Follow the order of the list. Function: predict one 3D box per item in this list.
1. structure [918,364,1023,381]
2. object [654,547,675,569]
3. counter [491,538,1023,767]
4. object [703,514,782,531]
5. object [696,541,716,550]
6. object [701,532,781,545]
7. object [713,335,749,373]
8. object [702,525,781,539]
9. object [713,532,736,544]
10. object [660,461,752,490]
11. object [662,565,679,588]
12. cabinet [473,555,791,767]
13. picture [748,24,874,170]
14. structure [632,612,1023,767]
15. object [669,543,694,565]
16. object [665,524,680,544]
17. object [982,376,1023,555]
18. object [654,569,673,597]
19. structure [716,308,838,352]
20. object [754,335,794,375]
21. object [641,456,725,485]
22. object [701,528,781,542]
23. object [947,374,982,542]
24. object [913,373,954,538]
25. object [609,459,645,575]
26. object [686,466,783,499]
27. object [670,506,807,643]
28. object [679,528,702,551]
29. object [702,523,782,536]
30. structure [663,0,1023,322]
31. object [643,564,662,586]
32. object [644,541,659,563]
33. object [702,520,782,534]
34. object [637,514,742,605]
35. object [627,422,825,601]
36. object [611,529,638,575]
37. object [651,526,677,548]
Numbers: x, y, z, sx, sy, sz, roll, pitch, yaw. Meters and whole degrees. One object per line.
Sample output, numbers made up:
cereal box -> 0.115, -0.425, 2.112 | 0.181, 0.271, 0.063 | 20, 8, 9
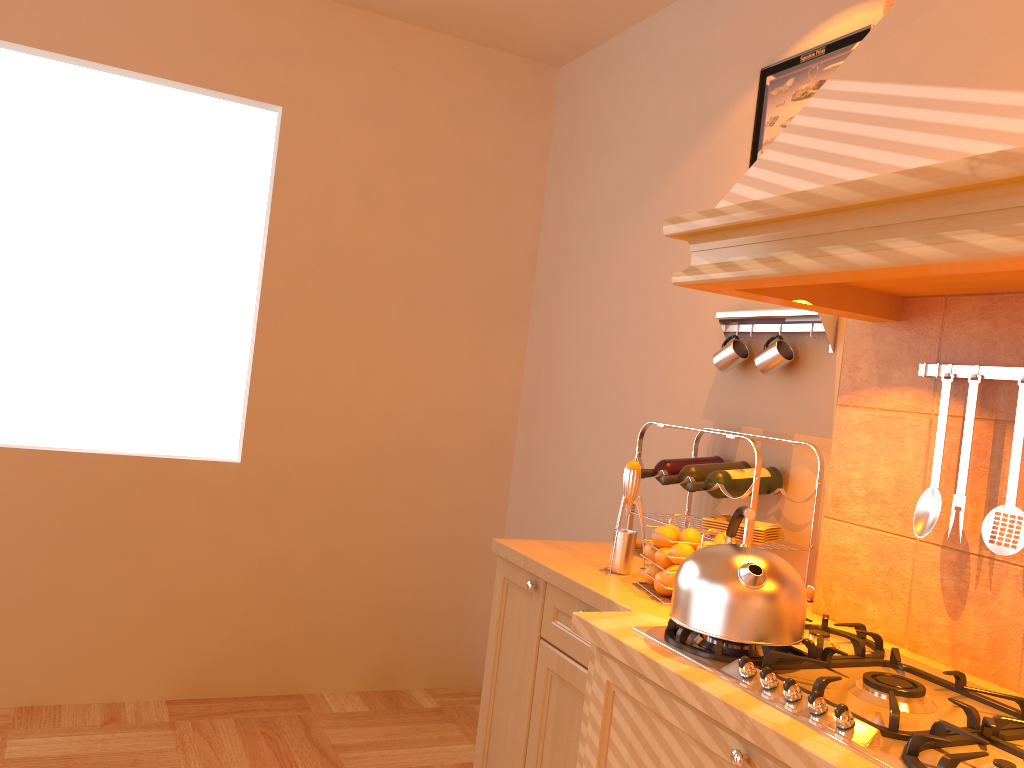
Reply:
structure -> 0.933, -0.016, 1.562 | 0.009, 0.024, 0.506 | 7, 0, -25
object -> 0.358, 0.402, 2.037 | 0.062, 0.053, 0.052 | 7, 0, -3
counter -> 0.631, 0.536, 1.586 | 0.770, 0.038, 2.250 | 7, 0, -25
object -> 0.582, 0.354, 2.242 | 0.163, 0.011, 0.172 | 7, 0, 34
object -> 0.440, 0.378, 1.985 | 0.051, 0.053, 0.063 | 7, 0, 38
object -> 0.579, 0.387, 2.242 | 0.163, 0.011, 0.172 | 7, 0, 34
object -> 0.623, -0.087, 2.521 | 0.066, 0.111, 0.103 | 7, 0, -32
object -> 0.580, 0.374, 2.242 | 0.163, 0.011, 0.172 | 7, 0, 34
object -> 0.486, 0.370, 2.035 | 0.050, 0.060, 0.059 | 7, 0, 24
object -> 0.524, 0.246, 2.400 | 0.282, 0.095, 0.076 | 7, 0, -25
object -> 0.364, 0.427, 1.964 | 0.061, 0.054, 0.052 | 7, 0, 2
cabinet -> 0.540, 0.967, 1.236 | 1.141, 0.840, 2.850 | 7, 0, -25
picture -> 0.789, -0.620, 2.430 | 0.009, 0.605, 0.417 | 7, 0, -25
structure -> 0.621, 0.493, 1.441 | 0.494, 0.051, 0.797 | 7, 0, -25
object -> 0.381, 0.383, 1.988 | 0.061, 0.052, 0.053 | 7, 0, 38
object -> 0.372, 0.362, 2.104 | 0.052, 0.060, 0.057 | 7, 0, 13
object -> 0.890, 0.145, 1.575 | 0.017, 0.320, 0.090 | 7, 0, -25
object -> 0.359, 0.453, 2.020 | 0.074, 0.063, 0.064 | 7, 0, -45
structure -> 0.707, -0.152, 2.416 | 0.069, 0.118, 0.405 | 7, 0, -25
object -> 0.699, -0.078, 2.360 | 0.066, 0.111, 0.103 | 7, 0, -32
object -> 0.474, 0.240, 2.505 | 0.282, 0.095, 0.076 | 7, 0, -25
object -> 0.579, 0.380, 2.242 | 0.163, 0.011, 0.172 | 7, 0, 34
object -> 0.852, 0.140, 1.669 | 0.006, 0.319, 0.028 | 7, 0, -25
object -> 0.817, 0.138, 1.717 | 0.028, 0.323, 0.055 | 7, 0, -25
object -> 0.283, 0.330, 2.235 | 0.101, 0.288, 0.088 | 7, 0, -25
object -> 0.573, 0.252, 2.295 | 0.282, 0.095, 0.076 | 7, 0, -25
object -> 0.424, 0.335, 1.646 | 0.242, 0.215, 0.251 | 7, 0, -38
object -> 0.412, 0.360, 2.049 | 0.051, 0.053, 0.063 | 7, 0, 26
object -> 0.581, 0.367, 2.242 | 0.163, 0.011, 0.172 | 7, 0, 34
structure -> -0.205, -0.737, 0.205 | 1.061, 1.148, 4.091 | 7, 0, 39
object -> 0.338, 0.445, 2.077 | 0.060, 0.057, 0.052 | 7, 0, 26
object -> 0.340, 0.398, 2.096 | 0.053, 0.051, 0.063 | 7, 0, -6
object -> 0.582, 0.360, 2.242 | 0.163, 0.011, 0.172 | 7, 0, 34
object -> 0.416, 0.403, 2.044 | 0.189, 0.174, 0.207 | 7, 0, -10
object -> 0.546, 0.315, 2.352 | 0.221, 0.379, 0.572 | 7, 0, -25
object -> 0.279, 0.421, 2.222 | 0.060, 0.106, 0.060 | 7, 0, 33
object -> 0.353, 0.356, 2.055 | 0.053, 0.051, 0.063 | 7, 0, -18
